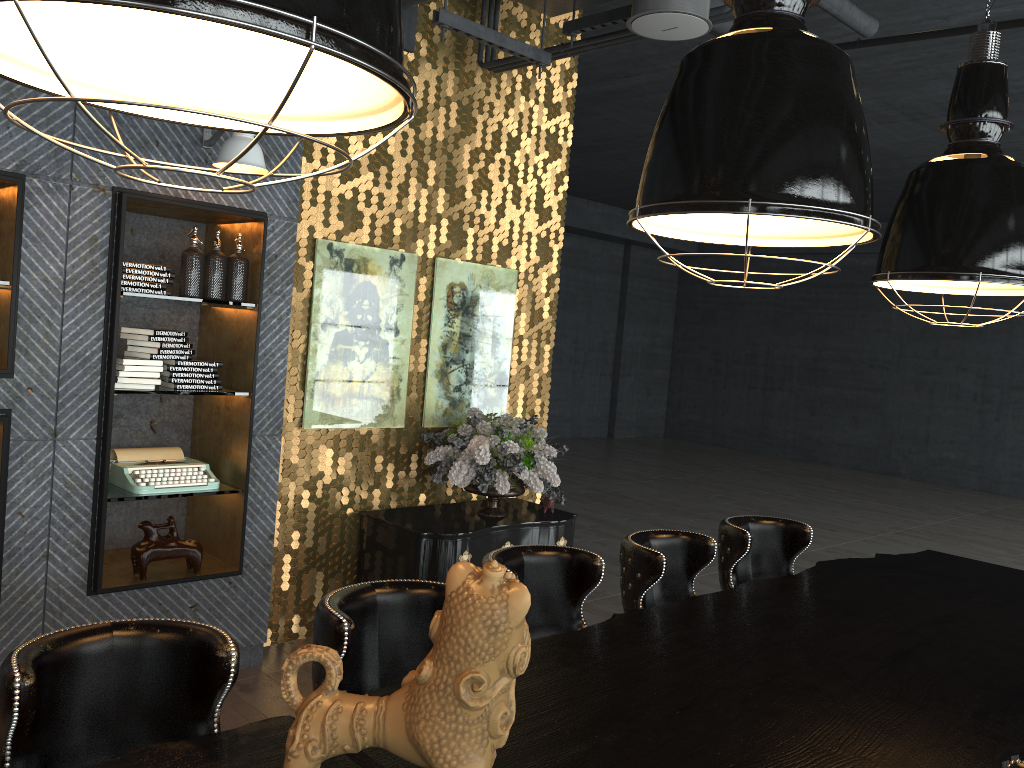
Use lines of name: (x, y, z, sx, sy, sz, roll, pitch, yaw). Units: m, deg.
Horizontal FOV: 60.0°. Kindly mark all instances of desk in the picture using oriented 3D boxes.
desk: (-0.156, 1.302, 1.690, 7.593, 0.927, 1.434, 2, 4, -44)

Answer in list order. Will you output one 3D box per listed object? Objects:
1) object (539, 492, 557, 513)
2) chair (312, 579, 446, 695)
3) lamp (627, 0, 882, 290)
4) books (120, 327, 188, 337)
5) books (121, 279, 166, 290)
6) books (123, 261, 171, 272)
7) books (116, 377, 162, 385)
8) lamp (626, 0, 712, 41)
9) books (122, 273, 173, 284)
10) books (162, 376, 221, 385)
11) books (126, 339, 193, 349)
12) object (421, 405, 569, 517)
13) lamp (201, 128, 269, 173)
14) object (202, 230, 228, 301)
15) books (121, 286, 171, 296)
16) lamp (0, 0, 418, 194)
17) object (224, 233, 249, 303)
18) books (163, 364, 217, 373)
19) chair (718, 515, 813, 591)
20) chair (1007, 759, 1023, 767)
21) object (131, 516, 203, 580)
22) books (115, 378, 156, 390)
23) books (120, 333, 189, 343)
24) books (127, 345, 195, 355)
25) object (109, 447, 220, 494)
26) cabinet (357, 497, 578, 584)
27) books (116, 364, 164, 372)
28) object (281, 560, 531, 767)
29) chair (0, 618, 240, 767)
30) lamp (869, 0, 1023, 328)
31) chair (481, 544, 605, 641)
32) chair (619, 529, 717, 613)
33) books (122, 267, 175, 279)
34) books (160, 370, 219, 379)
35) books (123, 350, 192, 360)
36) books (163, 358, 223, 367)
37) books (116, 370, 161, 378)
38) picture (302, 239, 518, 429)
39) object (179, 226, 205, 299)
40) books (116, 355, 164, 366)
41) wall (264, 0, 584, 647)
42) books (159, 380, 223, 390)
object: (0.230, 0.753, 5.786, 0.082, 0.164, 0.173, 4, 3, -19)
chair: (-0.305, 1.153, 2.463, 0.504, 1.092, 0.568, 2, 4, -43)
lamp: (0.689, -1.394, 2.205, 0.621, 2.302, 0.622, 5, 3, 1)
books: (-1.722, -0.251, 4.272, 0.193, 0.028, 0.245, 6, 3, 17)
books: (-1.786, -0.472, 4.177, 0.245, 0.028, 0.194, 2, 4, -40)
books: (-1.772, -0.556, 4.193, 0.245, 0.028, 0.194, 2, 4, -41)
books: (-1.760, -0.023, 4.186, 0.193, 0.028, 0.246, 4, 3, -23)
lamp: (0.748, -2.116, 3.954, 0.380, 1.045, 0.382, 3, 3, -34)
books: (-1.762, -0.499, 4.197, 0.245, 0.028, 0.194, 2, 4, -42)
books: (-1.599, -0.022, 4.416, 0.245, 0.028, 0.194, 3, 4, -31)
books: (-1.705, -0.194, 4.297, 0.193, 0.028, 0.245, 6, 3, 16)
object: (-0.121, 0.484, 5.541, 0.875, 0.663, 0.848, 4, 3, -14)
lamp: (-1.255, -1.114, 4.055, 0.243, 0.287, 0.490, 3, 3, -28)
object: (-1.458, -0.584, 4.363, 0.109, 0.349, 0.109, 6, 3, 31)
books: (-1.775, -0.444, 4.206, 0.245, 0.028, 0.194, 2, 4, -39)
lamp: (-0.357, -1.427, 1.187, 0.621, 2.302, 0.622, 5, 3, 1)
object: (-1.374, -0.581, 4.442, 0.109, 0.349, 0.109, 6, 3, 16)
books: (-1.622, -0.081, 4.414, 0.245, 0.028, 0.194, 2, 4, -38)
chair: (1.184, 1.193, 4.040, 0.504, 1.092, 0.568, 3, 3, -35)
chair: (1.137, 1.302, 1.986, 0.504, 1.092, 0.568, 3, 4, -40)
object: (-1.670, 0.791, 4.321, 0.341, 0.303, 0.165, 3, 4, -39)
books: (-1.811, -0.001, 4.210, 0.193, 0.028, 0.246, 3, 4, -29)
books: (-1.721, -0.222, 4.270, 0.193, 0.028, 0.245, 6, 3, 26)
books: (-1.685, -0.162, 4.261, 0.193, 0.028, 0.245, 6, 3, 22)
object: (-1.801, 0.423, 4.422, 0.484, 0.149, 0.534, 8, 4, 44)
cabinet: (-0.245, 1.178, 5.535, 1.385, 0.737, 0.710, 2, 4, -44)
books: (-1.793, -0.083, 4.181, 0.246, 0.028, 0.193, 8, 4, 41)
object: (-0.208, 0.576, 1.703, 0.475, 0.545, 0.249, 5, 3, 8)
chair: (-0.864, 1.134, 1.947, 0.504, 1.092, 0.568, 3, 3, -36)
lamp: (1.735, -1.361, 3.223, 0.621, 2.302, 0.622, 5, 3, 1)
chair: (0.129, 1.156, 3.067, 0.504, 1.092, 0.568, 2, 4, -43)
chair: (0.673, 1.177, 3.533, 0.568, 1.092, 0.504, 7, 3, 38)
books: (-1.760, -0.528, 4.210, 0.245, 0.028, 0.194, 2, 4, -44)
books: (-1.617, -0.052, 4.409, 0.245, 0.028, 0.194, 2, 4, -42)
books: (-1.720, -0.140, 4.311, 0.193, 0.028, 0.245, 7, 4, 29)
books: (-1.605, -0.109, 4.427, 0.194, 0.028, 0.245, 8, 4, 45)
books: (-1.802, -0.055, 4.188, 0.193, 0.028, 0.246, 2, 4, -42)
picture: (-0.572, -0.262, 5.529, 1.573, 1.072, 0.022, 2, 4, -44)
object: (-1.541, -0.587, 4.282, 0.109, 0.349, 0.109, 5, 3, 1)
books: (-1.790, -0.111, 4.179, 0.246, 0.028, 0.193, 8, 4, 44)
wall: (-0.543, -0.653, 5.545, 2.444, 4.380, 0.025, 2, 4, -44)
books: (-1.600, 0.006, 4.418, 0.245, 0.028, 0.194, 2, 4, -43)
